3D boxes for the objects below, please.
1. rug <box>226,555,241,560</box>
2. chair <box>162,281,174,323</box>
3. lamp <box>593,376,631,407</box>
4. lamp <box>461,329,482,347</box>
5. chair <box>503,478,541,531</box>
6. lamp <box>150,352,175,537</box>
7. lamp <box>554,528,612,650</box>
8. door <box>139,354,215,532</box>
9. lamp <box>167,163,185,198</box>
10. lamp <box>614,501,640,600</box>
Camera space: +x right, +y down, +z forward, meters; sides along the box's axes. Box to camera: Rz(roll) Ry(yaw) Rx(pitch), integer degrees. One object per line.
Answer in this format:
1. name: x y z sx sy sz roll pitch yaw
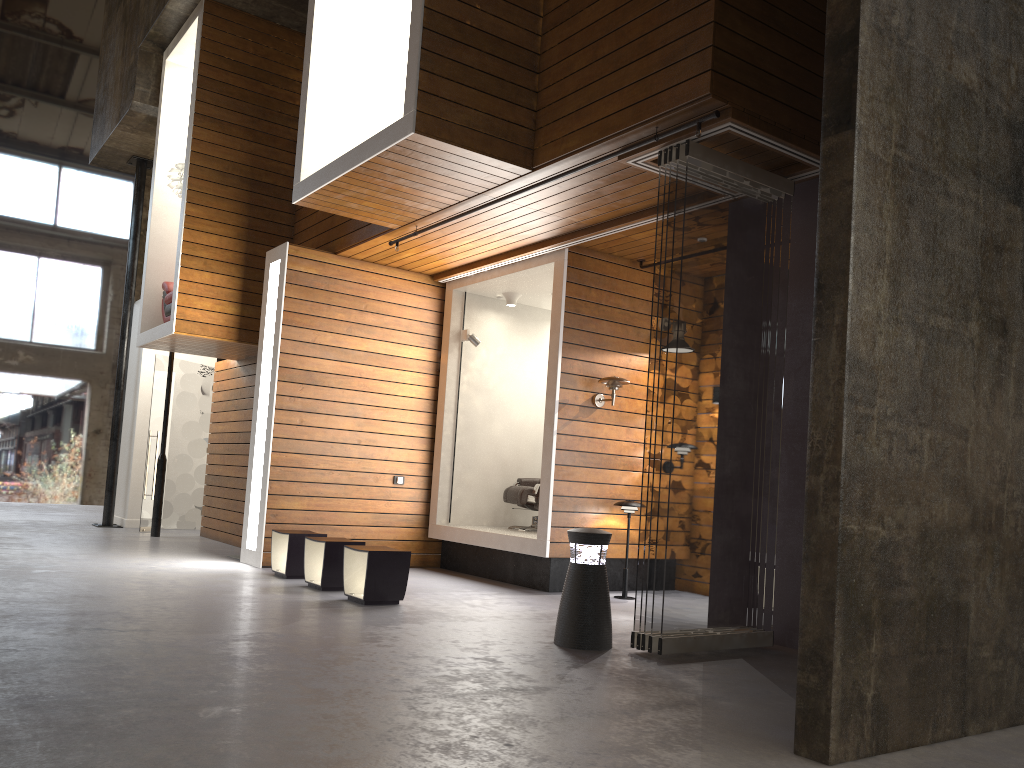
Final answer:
1. rug: -2.169 1.850 9.396 1.582 0.014 0.541 8 -8 -35
2. chair: -3.322 -1.015 9.946 0.955 0.934 1.201 7 -7 -35
3. lamp: 0.874 0.066 7.797 0.289 0.270 0.352 7 -7 -35
4. lamp: -0.435 -0.476 9.210 0.248 0.188 0.130 1 -5 24
5. chair: 0.392 1.004 9.264 0.826 1.068 0.757 6 -5 -20
6. lamp: -4.311 0.496 11.018 0.630 2.938 0.632 3 -4 6
7. lamp: 0.445 1.210 5.305 0.349 0.694 0.348 6 -5 -29
8. door: -4.502 0.832 12.023 0.146 2.296 1.291 3 -5 18
9. lamp: -3.527 -2.929 9.894 0.511 1.768 0.489 2 -4 19
10. lamp: 1.011 1.447 7.775 0.287 0.859 0.288 0 -5 41
